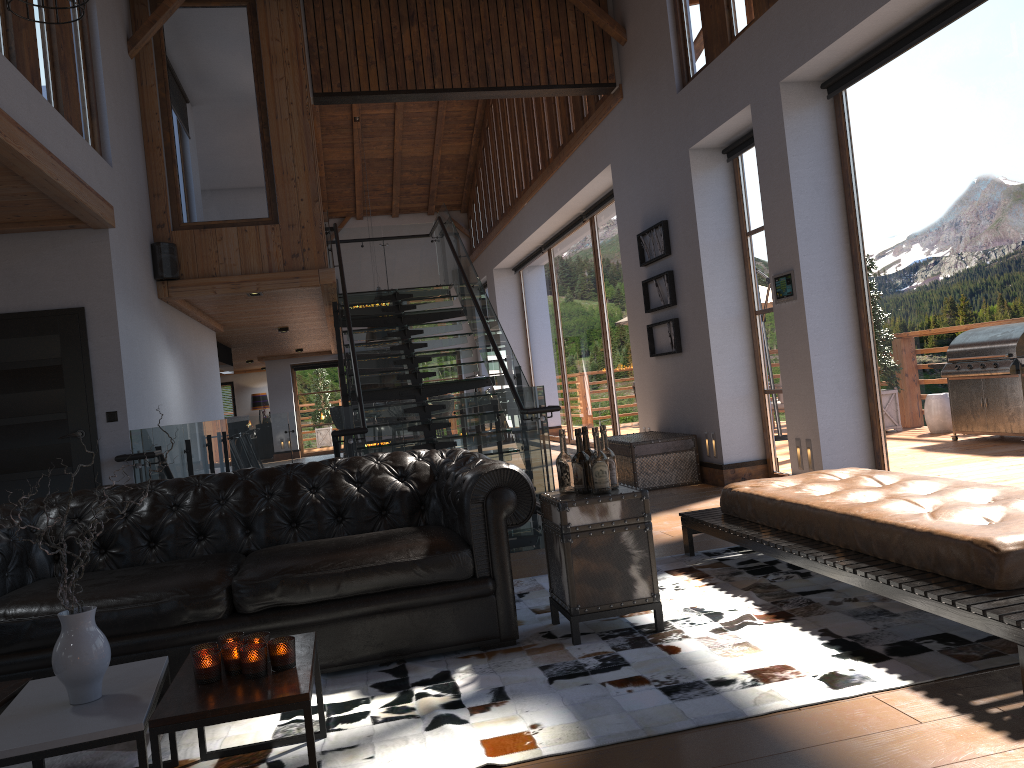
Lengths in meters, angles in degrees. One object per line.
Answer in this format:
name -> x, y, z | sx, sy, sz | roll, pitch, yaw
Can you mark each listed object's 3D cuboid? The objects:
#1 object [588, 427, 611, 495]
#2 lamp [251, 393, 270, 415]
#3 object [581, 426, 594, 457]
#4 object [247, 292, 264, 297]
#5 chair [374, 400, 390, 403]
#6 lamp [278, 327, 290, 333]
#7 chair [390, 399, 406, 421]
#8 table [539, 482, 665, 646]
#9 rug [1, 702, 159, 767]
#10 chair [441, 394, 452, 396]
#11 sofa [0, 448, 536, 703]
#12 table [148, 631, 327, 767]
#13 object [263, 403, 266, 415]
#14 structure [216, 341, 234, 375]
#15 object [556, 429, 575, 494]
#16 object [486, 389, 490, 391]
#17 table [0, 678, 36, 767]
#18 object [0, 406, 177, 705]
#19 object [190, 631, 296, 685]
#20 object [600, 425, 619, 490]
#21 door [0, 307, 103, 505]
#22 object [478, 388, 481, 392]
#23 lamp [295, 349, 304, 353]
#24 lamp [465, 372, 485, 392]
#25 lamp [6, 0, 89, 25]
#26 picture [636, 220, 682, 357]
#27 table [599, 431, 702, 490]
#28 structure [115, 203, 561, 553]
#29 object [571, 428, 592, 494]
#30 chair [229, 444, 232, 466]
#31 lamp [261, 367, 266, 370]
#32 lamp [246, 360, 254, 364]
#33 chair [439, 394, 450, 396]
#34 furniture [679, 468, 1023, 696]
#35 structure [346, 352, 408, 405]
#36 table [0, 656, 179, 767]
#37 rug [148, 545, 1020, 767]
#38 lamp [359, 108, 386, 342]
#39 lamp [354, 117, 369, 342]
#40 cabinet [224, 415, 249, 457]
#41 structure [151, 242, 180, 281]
object -> 0.373, 0.329, 3.830 | 0.088, 0.286, 0.087 | -6, -1, -2
lamp -> -6.562, 1.062, 25.202 | 1.648, 1.699, 0.517 | -6, -1, -33
object -> 0.341, 0.333, 3.989 | 0.086, 0.286, 0.088 | -7, -1, 28
object -> -2.641, -0.952, 9.096 | 0.156, 0.068, 0.260 | -6, 0, -11
chair -> -2.544, 0.890, 18.259 | 0.507, 1.092, 0.565 | -6, -1, -13
lamp -> -3.535, -0.840, 13.728 | 0.156, 0.068, 0.260 | -6, 0, -11
chair -> -1.732, 0.789, 14.337 | 0.507, 1.092, 0.565 | -6, -1, -13
table -> 0.382, 0.774, 3.904 | 0.407, 0.609, 0.415 | -6, -1, -12
rug -> -2.305, 1.338, 2.197 | 2.443, 0.053, 4.024 | -6, 0, -11
chair -> -1.260, 0.752, 15.761 | 0.569, 1.092, 0.503 | -6, -1, -3
sofa -> -1.222, 0.833, 4.081 | 2.580, 0.838, 1.232 | -6, 0, -13
table -> -0.773, 1.017, 2.611 | 0.402, 0.350, 0.647 | -6, 0, -11
object -> -5.782, 0.669, 20.750 | 0.152, 0.504, 0.323 | -6, -1, -12
structure -> -5.297, -0.441, 15.020 | 0.714, 0.476, 3.233 | -6, 0, -11
object -> 0.239, 0.344, 3.971 | 0.089, 0.286, 0.086 | -6, -1, -35
object -> -0.578, 0.241, 19.387 | 0.182, 0.262, 0.494 | -6, -1, -43
table -> -1.647, 1.111, 2.430 | 0.401, 0.350, 0.648 | -6, 0, -6
object -> -1.224, 0.483, 2.535 | 0.406, 0.808, 0.619 | -6, -1, 0
object -> -0.793, 0.802, 2.597 | 0.299, 0.081, 0.249 | -6, 0, 27
object -> 0.417, 0.325, 3.939 | 0.087, 0.286, 0.087 | -6, -1, 1
door -> -3.591, 0.489, 6.611 | 0.946, 2.055, 0.143 | -6, -1, -12
object -> -0.720, 0.243, 19.922 | 0.151, 0.288, 0.497 | -6, 0, -11
lamp -> -4.531, -0.715, 18.893 | 0.156, 0.068, 0.260 | -6, 0, -11
lamp -> -0.833, 0.037, 20.438 | 0.470, 0.726, 0.469 | -6, -1, -3
lamp -> -1.164, -2.001, 2.017 | 0.264, 2.202, 0.796 | -6, -1, -20
picture -> 1.499, -0.948, 9.074 | 0.059, 1.312, 0.770 | -6, -1, -11
table -> 1.338, 0.759, 8.949 | 0.688, 0.470, 1.248 | -6, 0, -11
structure -> 0.706, 0.681, 11.467 | 9.258, 6.399, 10.968 | -6, 0, -12
object -> 0.304, 0.337, 3.898 | 0.088, 0.286, 0.086 | -6, -1, -34
chair -> -4.385, 1.201, 13.837 | 0.472, 0.839, 0.536 | -6, -1, -12
lamp -> -6.931, -0.436, 24.796 | 0.156, 0.068, 0.260 | -6, 0, -11
lamp -> -6.180, -0.530, 20.905 | 0.156, 0.068, 0.260 | -6, 0, -11
chair -> -1.352, 0.755, 16.576 | 0.574, 1.092, 0.499 | -6, -1, -28
furniture -> 1.825, 0.705, 4.031 | 1.181, 0.437, 2.745 | -6, 0, -11
structure -> -3.050, 0.033, 20.619 | 1.452, 1.650, 0.430 | -6, -1, -12
table -> -1.196, 1.062, 2.493 | 0.403, 0.350, 0.645 | -6, 0, -16
rug -> 0.543, 1.036, 3.945 | 3.827, 0.053, 2.419 | -6, 0, -11
lamp -> -2.519, -2.966, 15.887 | 0.614, 4.685, 0.628 | -7, -1, 33
lamp -> -2.819, -2.928, 17.442 | 0.614, 4.685, 0.628 | -7, -1, 33
cabinet -> -5.150, 1.157, 15.181 | 0.893, 1.104, 4.776 | -6, 0, -11
structure -> -3.301, -1.164, 8.440 | 0.215, 0.349, 0.212 | -6, -1, -12
